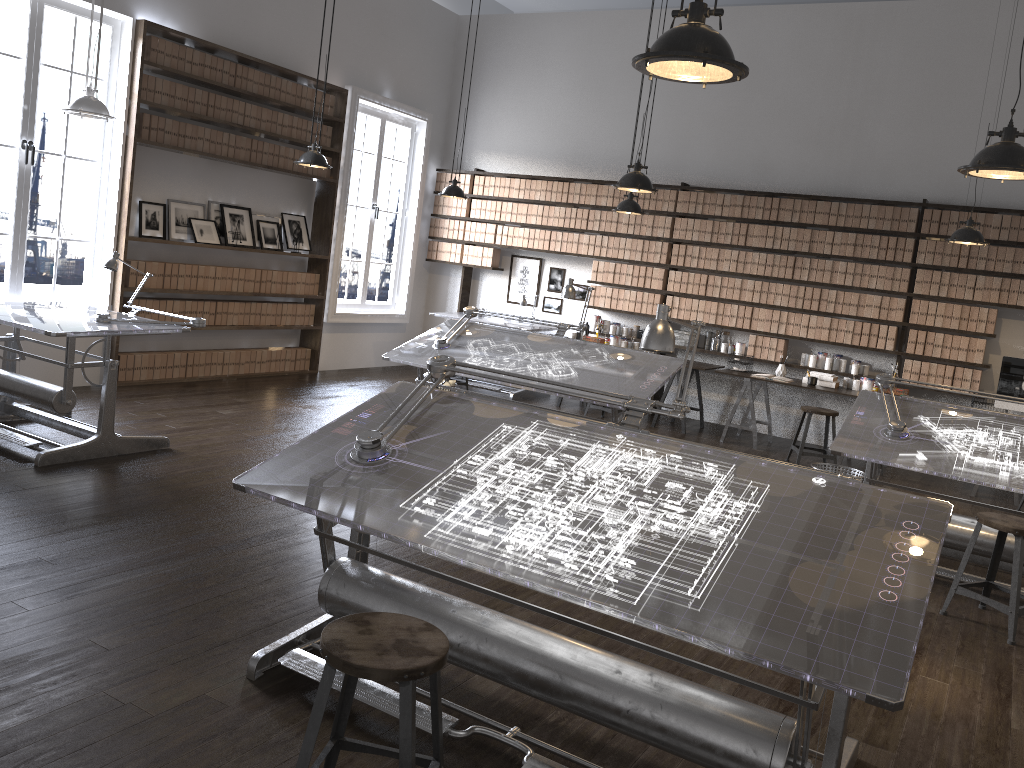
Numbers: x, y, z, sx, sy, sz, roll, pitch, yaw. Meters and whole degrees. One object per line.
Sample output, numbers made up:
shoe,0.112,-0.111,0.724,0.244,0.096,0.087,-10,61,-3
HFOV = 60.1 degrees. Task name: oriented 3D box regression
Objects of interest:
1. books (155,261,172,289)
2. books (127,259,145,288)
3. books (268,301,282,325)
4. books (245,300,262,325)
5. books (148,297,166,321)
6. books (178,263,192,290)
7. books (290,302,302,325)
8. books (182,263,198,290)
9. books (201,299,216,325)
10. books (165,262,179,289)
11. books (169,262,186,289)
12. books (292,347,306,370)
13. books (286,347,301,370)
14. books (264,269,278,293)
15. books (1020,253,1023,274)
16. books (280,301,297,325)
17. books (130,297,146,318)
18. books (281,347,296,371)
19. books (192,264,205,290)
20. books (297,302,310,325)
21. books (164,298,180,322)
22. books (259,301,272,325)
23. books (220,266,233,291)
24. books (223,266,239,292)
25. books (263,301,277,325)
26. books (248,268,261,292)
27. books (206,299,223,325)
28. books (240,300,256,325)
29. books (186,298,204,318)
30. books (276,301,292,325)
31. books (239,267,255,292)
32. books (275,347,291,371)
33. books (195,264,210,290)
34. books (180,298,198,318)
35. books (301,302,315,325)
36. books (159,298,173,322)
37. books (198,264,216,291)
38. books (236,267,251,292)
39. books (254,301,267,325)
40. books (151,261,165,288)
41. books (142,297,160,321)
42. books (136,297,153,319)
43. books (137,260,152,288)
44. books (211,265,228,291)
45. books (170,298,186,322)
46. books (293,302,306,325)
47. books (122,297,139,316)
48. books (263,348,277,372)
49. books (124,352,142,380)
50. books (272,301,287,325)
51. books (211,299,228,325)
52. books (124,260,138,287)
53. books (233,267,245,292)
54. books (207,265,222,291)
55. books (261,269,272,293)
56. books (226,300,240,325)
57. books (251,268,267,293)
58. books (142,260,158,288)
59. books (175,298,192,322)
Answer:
books,-3.088,-0.959,7.802,0.175,0.225,0.067,11,6,30
books,-3.225,-0.943,7.564,0.175,0.224,0.067,11,6,30
books,-2.438,-0.722,9.026,0.175,0.224,0.067,11,6,30
books,-2.577,-0.705,8.777,0.175,0.225,0.067,11,6,30
books,-3.143,-0.642,7.814,0.175,0.224,0.067,11,6,30
books,-2.983,-0.973,7.992,0.175,0.224,0.067,11,6,30
books,-2.297,-0.737,9.259,0.175,0.225,0.067,11,6,30
books,-2.948,-0.977,8.054,0.175,0.224,0.067,11,6,30
books,-2.866,-0.674,8.292,0.175,0.224,0.067,11,6,30
books,-3.055,-0.964,7.870,0.175,0.224,0.067,11,6,30
books,-3.015,-0.968,7.929,0.175,0.224,0.067,11,6,30
books,-2.291,-0.272,9.428,0.175,0.224,0.067,11,6,30
books,-2.323,-0.267,9.361,0.175,0.225,0.067,11,6,30
books,-2.450,-1.033,8.902,0.175,0.224,0.067,11,6,30
books,4.480,-1.057,7.713,0.067,0.224,0.175,10,7,29
books,-2.335,-0.734,9.203,0.175,0.224,0.067,11,6,30
books,-3.245,-0.629,7.628,0.175,0.224,0.067,11,6,30
books,-2.366,-0.264,9.299,0.175,0.224,0.067,11,6,30
books,-2.909,-0.979,8.109,0.175,0.225,0.067,11,6,30
books,-2.233,-0.746,9.381,0.175,0.224,0.067,11,6,30
books,-3.069,-0.650,7.936,0.175,0.224,0.067,11,6,30
books,-2.507,-0.714,8.904,0.175,0.224,0.067,11,6,30
books,-2.743,-1.000,8.408,0.175,0.224,0.067,11,6,30
books,-2.704,-1.004,8.467,0.175,0.224,0.067,11,6,30
books,-2.475,-0.719,8.966,0.175,0.224,0.067,11,6,30
books,-2.565,-1.021,8.714,0.175,0.224,0.067,11,6,30
books,-2.824,-0.677,8.354,0.175,0.225,0.067,11,6,30
books,-2.612,-0.702,8.725,0.175,0.224,0.067,11,6,30
books,-2.937,-0.666,8.169,0.175,0.224,0.067,11,6,30
books,-2.365,-0.730,9.148,0.175,0.224,0.067,11,6,30
books,-2.601,-1.016,8.647,0.175,0.224,0.067,11,6,30
books,-2.397,-0.259,9.236,0.175,0.224,0.067,11,6,30
books,-2.879,-0.984,8.169,0.175,0.224,0.067,11,6,30
books,-2.973,-0.661,8.108,0.175,0.224,0.067,11,6,30
books,-2.193,-0.750,9.440,0.175,0.224,0.067,11,6,30
books,-3.104,-0.645,7.873,0.175,0.225,0.067,11,6,30
books,-2.846,-0.987,8.223,0.175,0.224,0.067,11,6,30
books,-2.629,-1.011,8.590,0.175,0.225,0.067,11,6,30
books,-2.540,-0.709,8.840,0.175,0.224,0.067,11,6,30
books,-3.130,-0.956,7.741,0.175,0.224,0.067,11,6,30
books,-3.180,-0.638,7.754,0.175,0.224,0.067,11,6,30
books,-3.211,-0.633,7.692,0.175,0.224,0.067,11,6,30
books,-3.189,-0.947,7.626,0.175,0.225,0.067,11,6,30
books,-2.776,-0.996,8.347,0.175,0.224,0.067,11,6,30
books,-3.039,-0.654,7.991,0.175,0.224,0.067,11,6,30
books,-2.268,-0.742,9.320,0.175,0.224,0.067,11,6,30
books,-3.281,-0.624,7.565,0.175,0.225,0.067,11,6,30
books,-2.501,-0.247,9.054,0.175,0.225,0.067,11,6,30
books,-3.303,-0.155,7.677,0.175,0.225,0.067,11,6,30
books,-2.400,-0.726,9.084,0.175,0.225,0.067,11,6,30
books,-2.791,-0.682,8.421,0.175,0.224,0.067,11,6,30
books,-3.265,-0.940,7.503,0.175,0.224,0.067,11,6,30
books,-2.665,-1.007,8.527,0.175,0.224,0.067,11,6,30
books,-2.808,-0.991,8.284,0.175,0.225,0.067,11,6,30
books,-2.490,-1.029,8.842,0.175,0.224,0.067,11,6,30
books,-2.719,-0.690,8.539,0.175,0.224,0.067,11,6,30
books,-2.523,-1.024,8.775,0.175,0.225,0.067,11,6,30
books,-3.161,-0.952,7.683,0.175,0.224,0.067,11,6,30
books,-3.002,-0.656,8.047,0.175,0.225,0.067,11,6,30
